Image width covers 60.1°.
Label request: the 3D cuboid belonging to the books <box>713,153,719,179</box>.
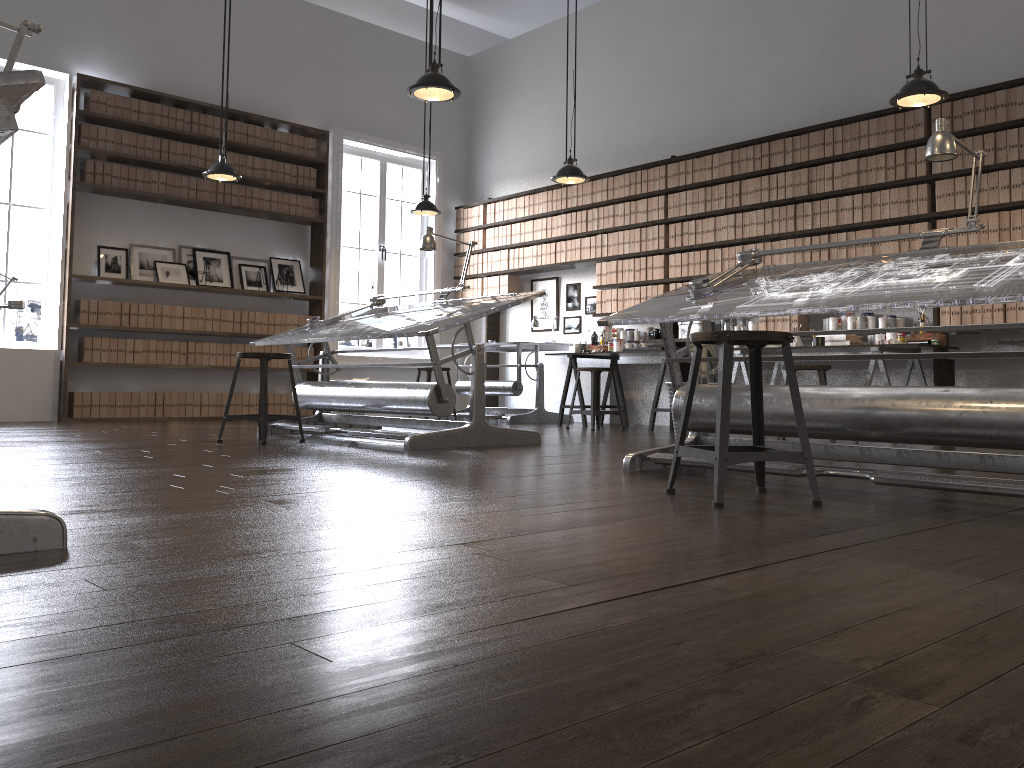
[{"bbox_3d":[1.828,-1.879,7.717,0.174,0.226,0.066,3,-4,-42],"label":"books"}]

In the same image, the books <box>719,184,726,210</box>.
[{"bbox_3d":[1.866,-1.601,7.653,0.174,0.226,0.066,3,-4,-42],"label":"books"}]

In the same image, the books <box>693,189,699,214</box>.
[{"bbox_3d":[1.683,-1.603,7.860,0.174,0.226,0.066,3,-4,-42],"label":"books"}]

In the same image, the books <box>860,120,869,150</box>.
[{"bbox_3d":[2.716,-1.871,6.729,0.174,0.226,0.067,3,-4,-42],"label":"books"}]

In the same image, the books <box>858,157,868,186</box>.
[{"bbox_3d":[2.705,-1.593,6.728,0.174,0.226,0.066,3,-4,-42],"label":"books"}]

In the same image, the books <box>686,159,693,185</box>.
[{"bbox_3d":[1.639,-1.881,7.927,0.174,0.226,0.066,3,-4,-42],"label":"books"}]

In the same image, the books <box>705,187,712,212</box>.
[{"bbox_3d":[1.774,-1.602,7.761,0.174,0.226,0.066,3,-4,-42],"label":"books"}]

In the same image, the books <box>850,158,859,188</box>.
[{"bbox_3d":[2.656,-1.594,6.774,0.174,0.226,0.067,3,-4,-42],"label":"books"}]

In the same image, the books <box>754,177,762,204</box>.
[{"bbox_3d":[2.098,-1.599,7.393,0.174,0.226,0.067,3,-4,-42],"label":"books"}]

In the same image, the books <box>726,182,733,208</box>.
[{"bbox_3d":[1.917,-1.601,7.603,0.174,0.226,0.066,3,-4,-42],"label":"books"}]

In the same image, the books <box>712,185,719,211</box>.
[{"bbox_3d":[1.821,-1.602,7.708,0.174,0.226,0.066,3,-4,-42],"label":"books"}]

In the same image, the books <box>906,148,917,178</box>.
[{"bbox_3d":[2.948,-1.591,6.460,0.174,0.226,0.066,3,-4,-42],"label":"books"}]

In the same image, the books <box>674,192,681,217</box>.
[{"bbox_3d":[1.546,-1.604,8.013,0.174,0.226,0.066,3,-4,-42],"label":"books"}]

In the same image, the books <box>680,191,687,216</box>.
[{"bbox_3d":[1.590,-1.604,7.958,0.174,0.226,0.067,3,-4,-42],"label":"books"}]

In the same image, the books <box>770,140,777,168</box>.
[{"bbox_3d":[2.205,-1.876,7.304,0.174,0.226,0.066,3,-4,-42],"label":"books"}]

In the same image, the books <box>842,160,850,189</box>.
[{"bbox_3d":[2.614,-1.594,6.827,0.174,0.226,0.066,3,-4,-42],"label":"books"}]

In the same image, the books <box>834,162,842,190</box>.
[{"bbox_3d":[2.571,-1.595,6.872,0.174,0.226,0.066,3,-4,-42],"label":"books"}]

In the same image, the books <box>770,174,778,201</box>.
[{"bbox_3d":[2.197,-1.598,7.287,0.174,0.226,0.066,3,-4,-42],"label":"books"}]

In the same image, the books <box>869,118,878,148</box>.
[{"bbox_3d":[2.766,-1.870,6.676,0.174,0.226,0.066,3,-4,-42],"label":"books"}]

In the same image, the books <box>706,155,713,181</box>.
[{"bbox_3d":[1.778,-1.880,7.770,0.174,0.226,0.067,3,-4,-42],"label":"books"}]

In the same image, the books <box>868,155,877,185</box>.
[{"bbox_3d":[2.753,-1.593,6.675,0.174,0.226,0.066,3,-4,-42],"label":"books"}]

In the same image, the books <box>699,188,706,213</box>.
[{"bbox_3d":[1.724,-1.603,7.807,0.174,0.226,0.067,3,-4,-42],"label":"books"}]

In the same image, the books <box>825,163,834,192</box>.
[{"bbox_3d":[2.521,-1.595,6.925,0.174,0.226,0.067,3,-4,-42],"label":"books"}]

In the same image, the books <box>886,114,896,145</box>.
[{"bbox_3d":[2.850,-1.870,6.578,0.174,0.226,0.067,3,-4,-42],"label":"books"}]

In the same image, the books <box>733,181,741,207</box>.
[{"bbox_3d":[1.963,-1.601,7.544,0.174,0.226,0.067,3,-4,-42],"label":"books"}]

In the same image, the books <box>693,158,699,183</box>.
[{"bbox_3d":[1.689,-1.881,7.878,0.174,0.226,0.066,3,-4,-42],"label":"books"}]

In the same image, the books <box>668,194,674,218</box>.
[{"bbox_3d":[1.501,-1.605,8.066,0.174,0.226,0.066,3,-4,-42],"label":"books"}]

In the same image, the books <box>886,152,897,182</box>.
[{"bbox_3d":[2.848,-1.592,6.570,0.174,0.226,0.066,3,-4,-42],"label":"books"}]

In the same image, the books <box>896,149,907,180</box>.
[{"bbox_3d":[2.894,-1.592,6.511,0.174,0.226,0.067,3,-4,-42],"label":"books"}]

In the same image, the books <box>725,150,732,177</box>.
[{"bbox_3d":[1.913,-1.878,7.619,0.174,0.226,0.067,3,-4,-42],"label":"books"}]

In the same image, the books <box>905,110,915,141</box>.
[{"bbox_3d":[2.948,-1.869,6.479,0.174,0.226,0.066,3,-4,-42],"label":"books"}]

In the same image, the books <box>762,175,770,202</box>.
[{"bbox_3d":[2.146,-1.599,7.339,0.174,0.226,0.066,3,-4,-42],"label":"books"}]

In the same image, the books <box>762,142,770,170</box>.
[{"bbox_3d":[2.151,-1.876,7.356,0.174,0.226,0.067,3,-4,-42],"label":"books"}]

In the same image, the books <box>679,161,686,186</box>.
[{"bbox_3d":[1.588,-1.882,7.978,0.174,0.226,0.066,3,-4,-42],"label":"books"}]

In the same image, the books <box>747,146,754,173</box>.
[{"bbox_3d":[2.054,-1.877,7.465,0.174,0.226,0.066,3,-4,-42],"label":"books"}]

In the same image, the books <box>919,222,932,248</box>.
[{"bbox_3d":[2.992,-1.038,6.361,0.174,0.226,0.067,3,-4,-42],"label":"books"}]

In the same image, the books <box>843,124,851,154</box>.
[{"bbox_3d":[2.627,-1.872,6.837,0.174,0.226,0.066,3,-4,-42],"label":"books"}]

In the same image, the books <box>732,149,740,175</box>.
[{"bbox_3d":[1.962,-1.878,7.573,0.174,0.226,0.066,3,-4,-42],"label":"books"}]

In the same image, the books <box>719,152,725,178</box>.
[{"bbox_3d":[1.871,-1.879,7.672,0.174,0.226,0.066,3,-4,-42],"label":"books"}]

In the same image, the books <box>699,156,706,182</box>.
[{"bbox_3d":[1.734,-1.880,7.824,0.174,0.226,0.066,3,-4,-42],"label":"books"}]

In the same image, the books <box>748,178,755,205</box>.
[{"bbox_3d":[2.059,-1.600,7.442,0.174,0.226,0.066,3,-4,-42],"label":"books"}]

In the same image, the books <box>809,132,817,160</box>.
[{"bbox_3d":[2.439,-1.874,7.041,0.174,0.226,0.066,3,-4,-42],"label":"books"}]

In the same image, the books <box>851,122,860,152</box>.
[{"bbox_3d":[2.672,-1.871,6.784,0.174,0.226,0.066,3,-4,-42],"label":"books"}]

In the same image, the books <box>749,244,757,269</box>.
[{"bbox_3d":[2.059,-1.047,7.400,0.174,0.226,0.066,3,-4,-42],"label":"books"}]

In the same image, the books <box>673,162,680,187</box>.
[{"bbox_3d":[1.540,-1.882,8.032,0.174,0.226,0.067,3,-4,-42],"label":"books"}]

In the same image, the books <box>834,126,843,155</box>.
[{"bbox_3d":[2.577,-1.872,6.886,0.174,0.226,0.066,3,-4,-42],"label":"books"}]

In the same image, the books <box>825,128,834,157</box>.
[{"bbox_3d":[2.526,-1.873,6.938,0.174,0.226,0.066,3,-4,-42],"label":"books"}]

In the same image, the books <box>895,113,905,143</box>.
[{"bbox_3d":[2.900,-1.869,6.532,0.174,0.226,0.066,3,-4,-42],"label":"books"}]

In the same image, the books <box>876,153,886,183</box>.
[{"bbox_3d":[2.797,-1.593,6.620,0.174,0.226,0.066,3,-4,-42],"label":"books"}]

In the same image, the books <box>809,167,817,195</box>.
[{"bbox_3d":[2.432,-1.596,7.033,0.174,0.226,0.066,3,-4,-42],"label":"books"}]

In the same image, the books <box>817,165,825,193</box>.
[{"bbox_3d":[2.477,-1.596,6.980,0.174,0.226,0.066,3,-4,-42],"label":"books"}]

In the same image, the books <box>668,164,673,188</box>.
[{"bbox_3d":[1.501,-1.882,8.082,0.174,0.226,0.066,3,-4,-42],"label":"books"}]

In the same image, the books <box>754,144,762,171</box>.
[{"bbox_3d":[2.105,-1.877,7.415,0.174,0.226,0.066,3,-4,-42],"label":"books"}]

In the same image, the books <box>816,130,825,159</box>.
[{"bbox_3d":[2.478,-1.873,6.991,0.174,0.226,0.067,3,-4,-42],"label":"books"}]

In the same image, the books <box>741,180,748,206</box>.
[{"bbox_3d":[2.017,-1.600,7.493,0.174,0.226,0.066,3,-4,-42],"label":"books"}]

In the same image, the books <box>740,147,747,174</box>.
[{"bbox_3d":[2.009,-1.878,7.520,0.174,0.226,0.066,3,-4,-42],"label":"books"}]

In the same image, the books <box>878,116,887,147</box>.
[{"bbox_3d":[2.809,-1.870,6.631,0.174,0.226,0.066,3,-4,-42],"label":"books"}]

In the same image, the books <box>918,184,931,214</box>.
[{"bbox_3d":[2.998,-1.315,6.382,0.174,0.226,0.066,3,-4,-42],"label":"books"}]

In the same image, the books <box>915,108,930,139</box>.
[{"bbox_3d":[2.992,-1.868,6.424,0.174,0.226,0.066,3,-4,-42],"label":"books"}]
